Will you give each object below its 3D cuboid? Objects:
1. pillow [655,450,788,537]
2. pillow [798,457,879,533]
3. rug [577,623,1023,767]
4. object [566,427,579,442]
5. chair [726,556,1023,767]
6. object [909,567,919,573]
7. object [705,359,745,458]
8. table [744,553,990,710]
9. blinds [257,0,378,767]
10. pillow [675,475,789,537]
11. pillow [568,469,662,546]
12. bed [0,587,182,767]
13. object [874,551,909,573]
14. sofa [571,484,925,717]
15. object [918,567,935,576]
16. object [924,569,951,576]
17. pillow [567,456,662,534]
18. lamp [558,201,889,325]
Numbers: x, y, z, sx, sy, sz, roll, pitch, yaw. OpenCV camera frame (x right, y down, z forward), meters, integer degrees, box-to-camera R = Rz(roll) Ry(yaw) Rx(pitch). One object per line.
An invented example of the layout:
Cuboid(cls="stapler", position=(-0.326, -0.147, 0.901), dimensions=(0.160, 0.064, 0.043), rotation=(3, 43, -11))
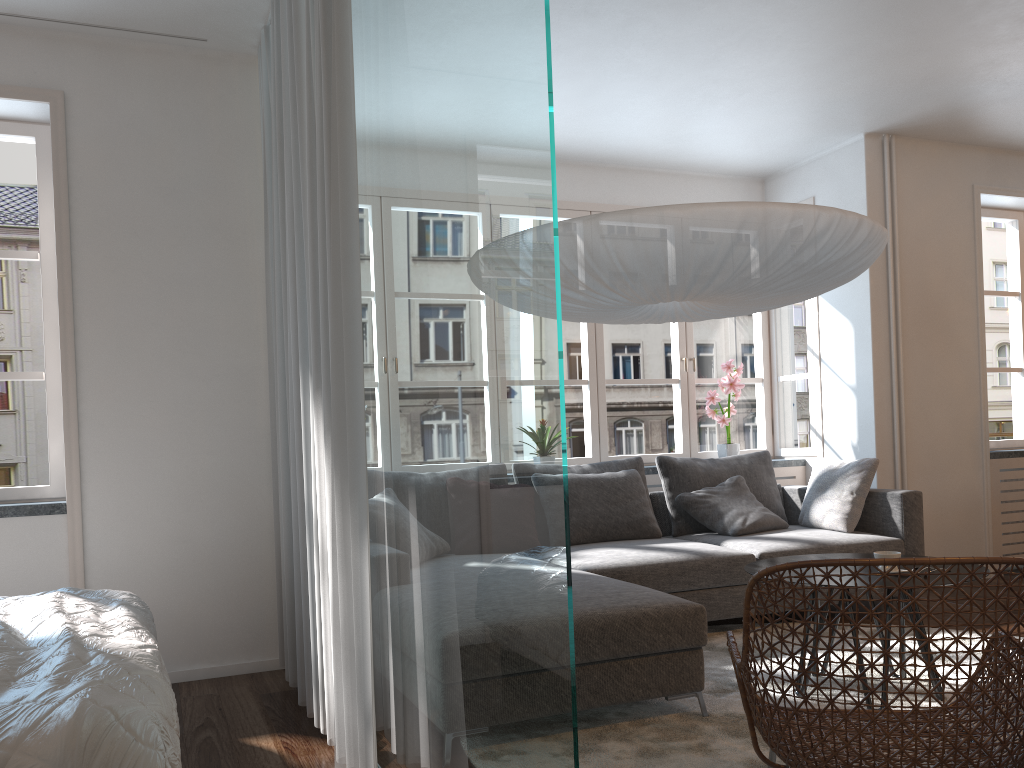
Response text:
Cuboid(cls="pillow", position=(1.279, 0.654, 5.340), dimensions=(0.836, 0.477, 0.275), rotation=(-1, -1, -22))
Cuboid(cls="pillow", position=(1.829, 0.631, 5.067), dimensions=(0.286, 0.414, 0.495), rotation=(-2, -2, -23))
Cuboid(cls="rug", position=(1.239, 1.147, 3.165), dimensions=(2.836, 0.012, 2.845), rotation=(1, -5, -42))
Cuboid(cls="object", position=(0.229, 0.374, 5.413), dimensions=(0.323, 0.328, 0.376), rotation=(-4, -3, 43))
Cuboid(cls="chair", position=(0.900, 0.730, 2.147), dimensions=(0.718, 0.709, 0.686), rotation=(-3, -2, 10))
Cuboid(cls="object", position=(1.450, 0.668, 3.190), dimensions=(0.026, 0.010, 0.124), rotation=(-5, -5, 34))
Cuboid(cls="object", position=(1.430, 0.181, 5.916), dimensions=(0.200, 0.690, 0.298), rotation=(-2, 0, -43))
Cuboid(cls="table", position=(1.313, 0.922, 3.302), dimensions=(0.846, 0.472, 0.849), rotation=(-1, -3, -20))
Cuboid(cls="blinds", position=(-0.757, -0.183, 3.216), dimensions=(0.153, 2.733, 1.811), rotation=(-2, -1, -20))
Cuboid(cls="pillow", position=(1.260, 0.695, 5.072), dimensions=(0.492, 0.321, 0.445), rotation=(0, -3, -41))
Cuboid(cls="pillow", position=(0.471, 0.677, 4.868), dimensions=(0.666, 0.397, 0.292), rotation=(-1, -2, -22))
Cuboid(cls="bed", position=(-2.068, 0.822, 1.986), dimensions=(2.440, 0.761, 2.172), rotation=(-1, -4, -22))
Cuboid(cls="object", position=(1.356, 0.640, 3.158), dimensions=(0.091, 0.069, 0.139), rotation=(-2, -3, -10))
Cuboid(cls="sofa", position=(0.820, 0.907, 4.216), dimensions=(3.065, 0.671, 2.045), rotation=(-1, -4, -22))
Cuboid(cls="object", position=(1.463, 0.661, 3.134), dimensions=(0.025, 0.016, 0.163), rotation=(-5, -5, 43))
Cuboid(cls="object", position=(1.495, 0.658, 3.105), dimensions=(0.168, 0.015, 0.015), rotation=(0, -3, -35))
Cuboid(cls="pillow", position=(0.429, 0.662, 5.005), dimensions=(0.838, 0.475, 0.277), rotation=(-1, -1, -22))
Cuboid(cls="lamp", position=(0.580, -0.366, 3.229), dimensions=(1.471, 0.210, 1.471), rotation=(-3, -4, 14))
